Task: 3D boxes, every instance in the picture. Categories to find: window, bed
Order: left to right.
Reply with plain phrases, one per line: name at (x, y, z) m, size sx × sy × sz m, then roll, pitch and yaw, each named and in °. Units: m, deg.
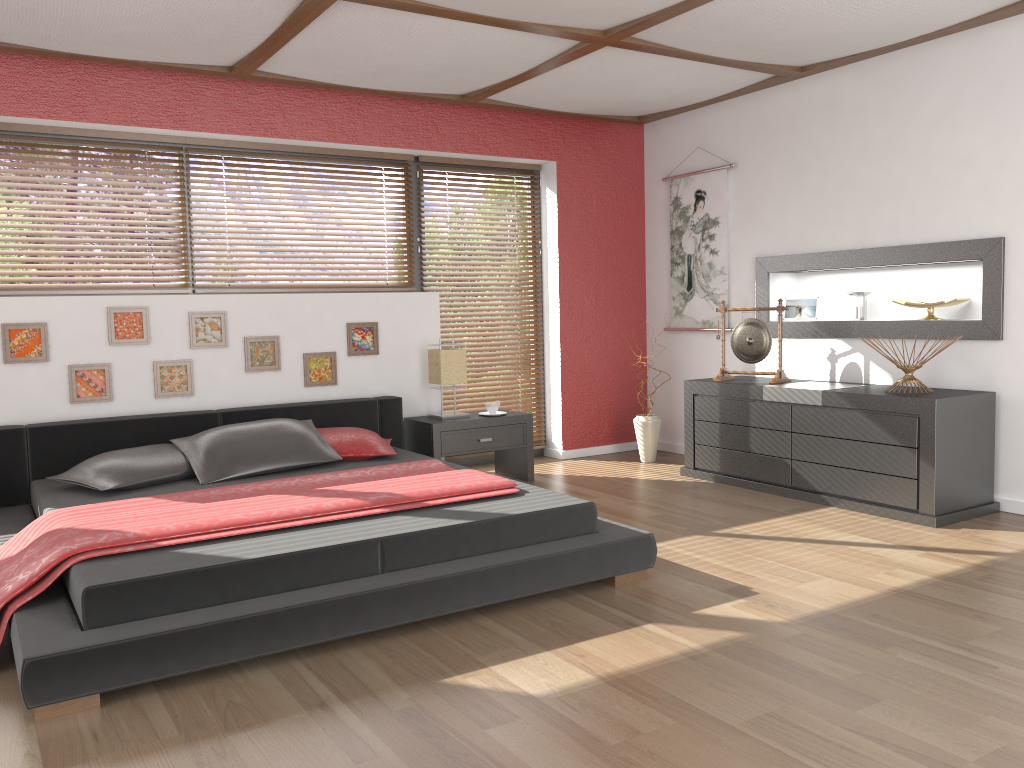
window at (-1.886, -0.957, 5.144) m, size 2.817 × 0.786 × 0.020 m, roll -4°, pitch 6°, yaw -32°
bed at (-1.118, 0.495, 3.830) m, size 2.469 × 0.577 × 2.413 m, roll -4°, pitch 6°, yaw -32°
window at (-0.220, -0.542, 6.214) m, size 0.889 × 1.893 × 0.020 m, roll -4°, pitch 6°, yaw -32°

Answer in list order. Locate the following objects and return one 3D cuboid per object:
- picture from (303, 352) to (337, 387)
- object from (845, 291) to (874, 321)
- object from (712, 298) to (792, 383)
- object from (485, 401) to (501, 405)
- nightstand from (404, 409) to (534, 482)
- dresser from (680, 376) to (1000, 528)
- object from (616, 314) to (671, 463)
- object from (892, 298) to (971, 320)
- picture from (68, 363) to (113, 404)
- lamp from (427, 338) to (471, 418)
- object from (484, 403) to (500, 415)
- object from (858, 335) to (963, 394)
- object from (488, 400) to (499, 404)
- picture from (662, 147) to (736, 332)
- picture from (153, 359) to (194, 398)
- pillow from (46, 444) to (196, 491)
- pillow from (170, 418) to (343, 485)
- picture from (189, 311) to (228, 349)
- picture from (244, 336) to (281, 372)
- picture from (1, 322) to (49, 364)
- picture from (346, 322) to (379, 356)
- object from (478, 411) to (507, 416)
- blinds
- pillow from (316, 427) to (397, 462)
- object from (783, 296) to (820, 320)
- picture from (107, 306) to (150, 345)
picture at (-1.135, -0.087, 5.253) m, size 0.200 × 0.200 × 0.010 m, roll -4°, pitch 6°, yaw -32°
object at (2.066, -0.463, 5.277) m, size 0.159 × 0.171 × 0.159 m, roll 0°, pitch 5°, yaw 17°
object at (1.452, -0.265, 5.385) m, size 0.490 × 0.498 × 0.173 m, roll 3°, pitch 6°, yaw 43°
object at (-0.117, 0.118, 5.529) m, size 0.007 × 0.007 × 0.192 m, roll 1°, pitch 5°, yaw 27°
nightstand at (-0.263, 0.410, 5.542) m, size 0.700 × 0.423 × 0.413 m, roll -4°, pitch 6°, yaw -32°
dresser at (1.751, 0.309, 5.020) m, size 0.540 × 0.608 × 1.740 m, roll -4°, pitch 6°, yaw -32°
object at (0.882, 0.028, 6.092) m, size 0.364 × 1.035 × 0.422 m, roll 2°, pitch 6°, yaw 33°
object at (2.301, -0.408, 4.874) m, size 0.181 × 0.116 × 0.350 m, roll -6°, pitch 6°, yaw -42°
picture at (-2.185, -0.003, 4.601) m, size 0.200 × 0.200 × 0.010 m, roll -4°, pitch 6°, yaw -32°
lamp at (-0.397, -0.045, 5.476) m, size 0.200 × 0.480 × 0.200 m, roll -4°, pitch 6°, yaw -32°
object at (-0.122, 0.155, 5.548) m, size 0.099 × 0.069 × 0.099 m, roll -2°, pitch 5°, yaw -7°
object at (2.021, -0.101, 4.513) m, size 0.481 × 0.282 × 0.481 m, roll 1°, pitch 5°, yaw 24°
object at (-0.122, 0.116, 5.552) m, size 0.007 × 0.007 × 0.192 m, roll 0°, pitch 5°, yaw 22°
picture at (1.291, -0.999, 6.156) m, size 0.028 × 1.270 × 0.701 m, roll -4°, pitch 6°, yaw -32°
picture at (-1.837, -0.029, 4.817) m, size 0.200 × 0.200 × 0.010 m, roll -4°, pitch 6°, yaw -32°
pillow at (-1.742, 0.390, 4.219) m, size 0.418 × 0.172 × 0.745 m, roll 2°, pitch 6°, yaw 33°
pillow at (-1.263, 0.310, 4.411) m, size 0.744 × 0.241 × 0.386 m, roll -5°, pitch 6°, yaw -36°
picture at (-1.677, -0.299, 4.900) m, size 0.200 × 0.200 × 0.010 m, roll -4°, pitch 6°, yaw -32°
picture at (-1.425, -0.172, 5.066) m, size 0.200 × 0.200 × 0.010 m, roll -4°, pitch 6°, yaw -32°
picture at (-2.432, -0.205, 4.433) m, size 0.200 × 0.200 × 0.010 m, roll -4°, pitch 6°, yaw -32°
picture at (-0.905, -0.273, 5.385) m, size 0.200 × 0.200 × 0.010 m, roll -4°, pitch 6°, yaw -32°
object at (-0.121, 0.187, 5.551) m, size 0.179 × 0.012 × 0.179 m, roll -2°, pitch 5°, yaw -7°
blinds at (-1.838, -0.377, 5.131) m, size 4.840 × 1.952 × 0.032 m, roll -4°, pitch 6°, yaw -32°
pillow at (-0.997, 0.328, 4.744) m, size 0.745 × 0.172 × 0.418 m, roll -3°, pitch 5°, yaw -13°
object at (1.824, -0.477, 5.602) m, size 0.226 × 0.146 × 0.041 m, roll 2°, pitch 6°, yaw 38°
picture at (-2.024, -0.308, 4.682) m, size 0.200 × 0.200 × 0.010 m, roll -4°, pitch 6°, yaw -32°
